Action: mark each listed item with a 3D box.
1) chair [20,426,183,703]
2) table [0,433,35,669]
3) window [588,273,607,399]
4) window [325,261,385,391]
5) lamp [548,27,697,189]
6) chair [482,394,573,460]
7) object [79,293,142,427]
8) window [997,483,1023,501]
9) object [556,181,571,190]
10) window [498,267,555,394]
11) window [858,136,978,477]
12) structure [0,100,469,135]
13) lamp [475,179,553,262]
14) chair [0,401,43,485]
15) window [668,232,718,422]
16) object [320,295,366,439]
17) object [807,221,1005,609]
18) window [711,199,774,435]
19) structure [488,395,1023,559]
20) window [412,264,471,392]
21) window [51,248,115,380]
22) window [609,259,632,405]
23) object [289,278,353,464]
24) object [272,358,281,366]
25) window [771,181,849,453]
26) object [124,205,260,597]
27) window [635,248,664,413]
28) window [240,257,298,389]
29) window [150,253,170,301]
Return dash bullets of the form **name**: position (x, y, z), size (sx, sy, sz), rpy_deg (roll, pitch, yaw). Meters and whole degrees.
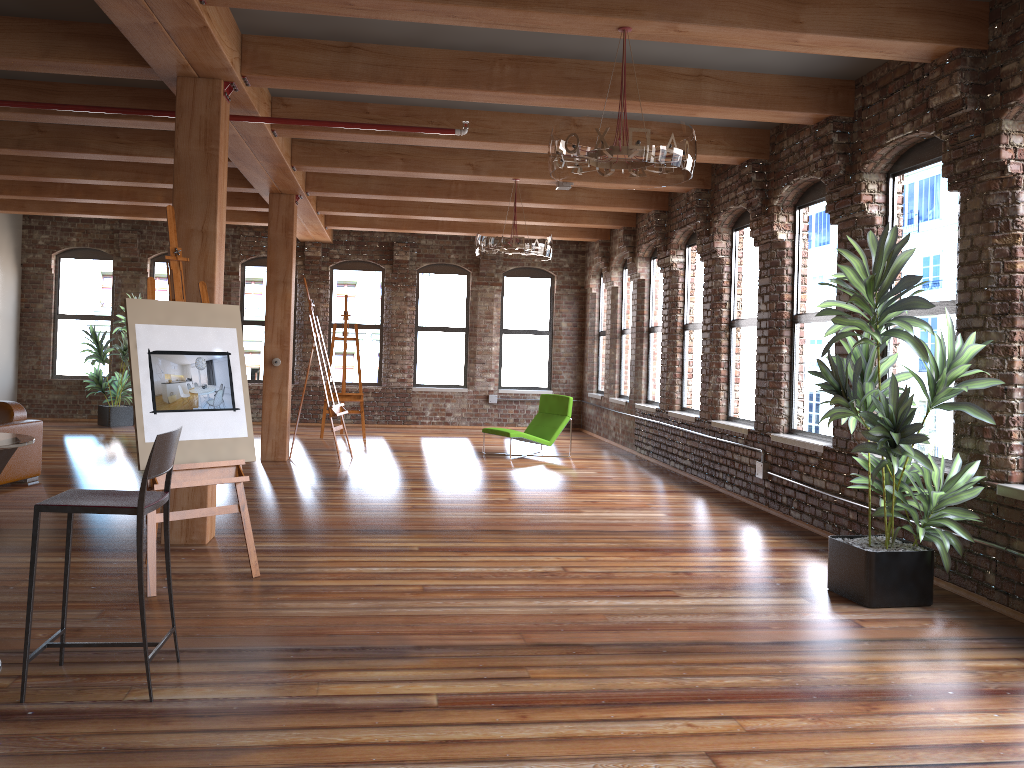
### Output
- **chair**: position (-1.568, 0.667, 3.451), size (0.466, 0.982, 0.430), rpy_deg (2, 0, -8)
- **table**: position (-2.281, 0.681, 3.445), size (0.722, 0.925, 0.721), rpy_deg (2, 0, 17)
- **window**: position (1.503, -0.876, 14.630), size (0.232, 2.216, 0.968), rpy_deg (2, 0, -8)
- **window**: position (-2.673, -1.016, 15.185), size (0.968, 2.228, 0.221), rpy_deg (2, -1, -8)
- **lamp**: position (0.609, -1.547, 4.862), size (0.810, 0.815, 0.809), rpy_deg (2, 1, 35)
- **chair**: position (0.195, 0.534, 11.450), size (0.955, 0.796, 0.681), rpy_deg (1, 1, -33)
- **object**: position (-6.243, -0.401, 13.970), size (1.079, 2.104, 0.967), rpy_deg (2, 0, -30)
- **window**: position (2.877, -0.478, 4.426), size (0.235, 2.216, 0.968), rpy_deg (2, 0, -8)
- **object**: position (0.540, -2.082, 9.281), size (0.145, 0.072, 0.147), rpy_deg (2, 2, -8)
- **window**: position (0.258, -0.946, 15.580), size (0.968, 2.219, 0.218), rpy_deg (2, -1, -8)
- **window**: position (2.682, -0.535, 5.881), size (0.235, 2.216, 0.968), rpy_deg (2, 0, -8)
- **structure**: position (-3.709, -2.082, 6.469), size (6.806, 0.112, 0.051), rpy_deg (1, 0, -8)
- **lamp**: position (0.029, -1.715, 9.171), size (0.810, 0.815, 0.809), rpy_deg (2, 1, 28)
- **chair**: position (-4.941, 0.532, 7.907), size (1.064, 0.735, 0.830), rpy_deg (2, 1, 2)
- **window**: position (2.092, -0.705, 10.243), size (0.230, 2.216, 0.968), rpy_deg (2, 0, -8)
- **object**: position (-2.504, -0.283, 13.250), size (0.661, 2.141, 0.685), rpy_deg (2, 0, -13)
- **object**: position (2.163, 0.164, 5.070), size (0.966, 2.104, 1.080), rpy_deg (2, 0, 5)
- **window**: position (2.291, -0.649, 8.789), size (0.236, 2.216, 0.968), rpy_deg (2, 0, -8)
- **structure**: position (2.083, 0.641, 8.950), size (1.633, 0.313, 13.716), rpy_deg (1, 2, -15)
- **window**: position (-1.215, -0.983, 15.382), size (0.968, 2.219, 0.218), rpy_deg (2, -1, -8)
- **window**: position (-7.067, -1.159, 14.663), size (0.968, 2.170, 0.086), rpy_deg (2, -1, -8)
- **window**: position (1.702, -0.819, 13.149), size (0.231, 2.216, 0.968), rpy_deg (2, 0, -8)
- **object**: position (-2.242, -0.176, 10.406), size (0.685, 2.141, 0.661), rpy_deg (2, 0, 2)
- **object**: position (-2.701, -0.250, 10.153), size (0.095, 0.095, 0.061), rpy_deg (2, 0, -8)
- **window**: position (2.484, -0.592, 7.335), size (0.232, 2.216, 0.968), rpy_deg (2, 0, -8)
- **object**: position (-1.872, 0.021, 5.089), size (0.685, 2.141, 0.701), rpy_deg (1, -1, 42)
- **window**: position (1.898, -0.762, 11.694), size (0.233, 2.216, 0.968), rpy_deg (2, 0, -8)
- **window**: position (-4.125, -1.053, 14.990), size (0.968, 2.228, 0.221), rpy_deg (2, -1, -8)
- **window**: position (-5.589, -1.122, 14.862), size (0.968, 2.170, 0.086), rpy_deg (2, -1, -8)
